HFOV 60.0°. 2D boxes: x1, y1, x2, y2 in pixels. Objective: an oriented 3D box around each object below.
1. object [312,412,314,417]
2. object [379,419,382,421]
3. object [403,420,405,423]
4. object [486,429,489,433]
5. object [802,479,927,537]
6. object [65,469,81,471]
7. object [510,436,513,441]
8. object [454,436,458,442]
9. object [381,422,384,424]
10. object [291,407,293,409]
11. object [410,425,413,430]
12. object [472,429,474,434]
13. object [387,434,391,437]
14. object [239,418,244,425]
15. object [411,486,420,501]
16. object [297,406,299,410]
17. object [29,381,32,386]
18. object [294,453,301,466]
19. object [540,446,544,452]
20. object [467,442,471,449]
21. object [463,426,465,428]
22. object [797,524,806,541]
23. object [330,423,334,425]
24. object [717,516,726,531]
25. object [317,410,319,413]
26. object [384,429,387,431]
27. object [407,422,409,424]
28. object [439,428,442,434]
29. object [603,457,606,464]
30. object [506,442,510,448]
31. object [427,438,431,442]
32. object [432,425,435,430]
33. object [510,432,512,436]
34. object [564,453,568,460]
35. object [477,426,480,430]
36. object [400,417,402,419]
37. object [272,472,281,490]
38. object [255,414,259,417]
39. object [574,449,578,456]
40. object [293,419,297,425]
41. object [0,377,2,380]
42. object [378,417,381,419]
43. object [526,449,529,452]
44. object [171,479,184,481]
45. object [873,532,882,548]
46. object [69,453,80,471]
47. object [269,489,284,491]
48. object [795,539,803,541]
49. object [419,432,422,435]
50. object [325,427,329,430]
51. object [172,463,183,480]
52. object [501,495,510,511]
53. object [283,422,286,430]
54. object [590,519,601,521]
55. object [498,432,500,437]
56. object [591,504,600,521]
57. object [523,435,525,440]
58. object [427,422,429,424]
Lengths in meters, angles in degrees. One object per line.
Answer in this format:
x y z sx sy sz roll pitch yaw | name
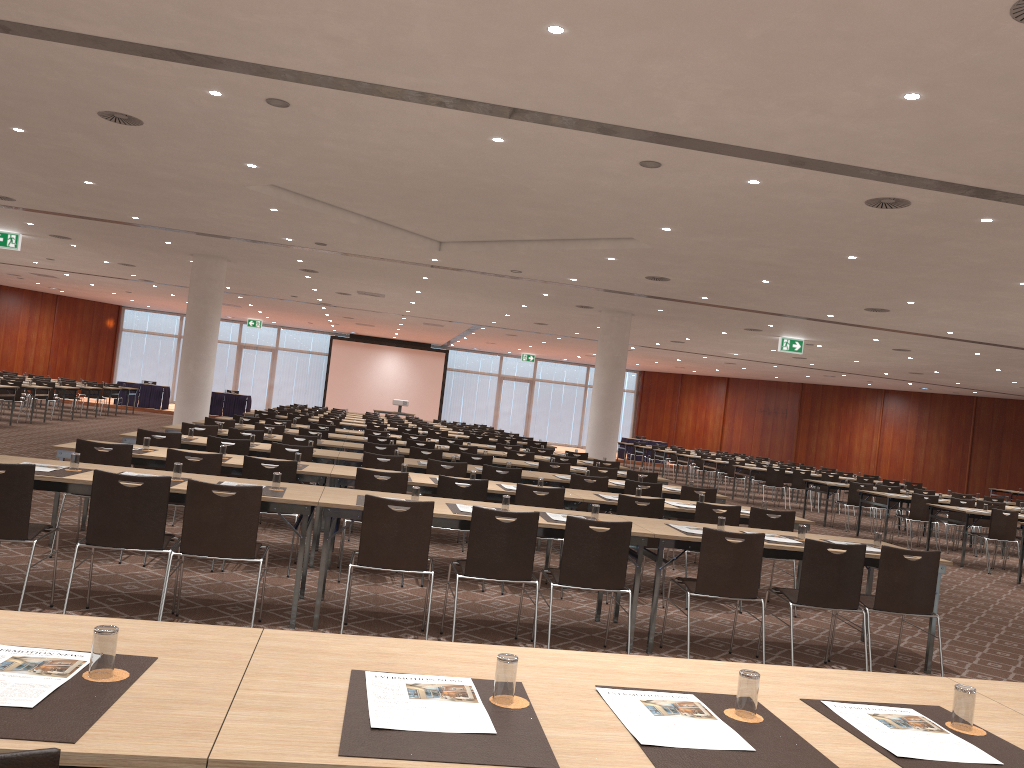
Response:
-4.774 0.725 21.266 0.054 0.114 0.054 8 -2 -43 | object
-3.199 0.914 21.536 0.054 0.114 0.054 8 -2 -43 | object
-2.886 1.007 23.602 0.054 0.114 0.054 6 -1 24 | object
-0.664 1.274 23.982 0.054 0.114 0.054 6 -1 24 | object
7.042 2.467 17.691 2.267 0.833 0.953 7 -1 -9 | object
-2.901 0.570 5.862 0.102 0.001 0.102 8 -2 -43 | object
-0.012 1.239 20.028 0.054 0.114 0.054 6 -1 24 | object
-1.026 1.019 16.311 0.054 0.114 0.054 7 -1 -21 | object
-2.864 0.897 19.550 0.054 0.114 0.054 8 -2 -43 | object
-5.742 0.665 23.135 0.054 0.114 0.054 8 -2 -43 | object
-2.224 0.974 19.666 0.054 0.114 0.054 8 -2 -43 | object
-0.967 1.181 21.891 0.054 0.114 0.054 6 -1 24 | object
-1.970 0.850 14.139 0.054 0.114 0.054 6 -1 24 | object
-4.204 0.582 13.773 0.054 0.114 0.054 6 -1 24 | object
-0.678 0.779 6.229 0.054 0.114 0.054 8 -2 -43 | object
-6.060 0.683 25.109 0.054 0.114 0.054 8 -2 -43 | object
-10.992 -0.020 20.239 0.054 0.114 0.054 8 -2 -43 | object
-1.945 0.683 8.050 0.054 0.114 0.054 6 -1 24 | object
0.565 1.210 16.587 0.054 0.114 0.054 6 -1 24 | object
-0.699 1.002 14.340 0.054 0.114 0.054 6 -1 24 | object
-1.286 1.199 23.878 0.054 0.114 0.054 6 -1 24 | object
2.193 1.123 6.708 0.054 0.114 0.054 6 -1 24 | object
-3.244 0.754 15.957 0.054 0.114 0.054 6 -1 24 | object
1.558 1.047 6.604 0.054 0.114 0.054 6 -1 24 | object
-5.102 0.742 23.254 0.054 0.114 0.054 6 -1 24 | object
-2.297 0.867 16.109 0.054 0.114 0.054 7 -1 -21 | object
-2.548 0.991 21.634 0.054 0.114 0.054 8 -2 -43 | object
-1.595 1.049 19.767 0.054 0.114 0.054 8 -2 -43 | object
1.533 1.269 14.705 0.054 0.114 0.054 6 -1 24 | object
-0.076 1.133 16.472 0.054 0.114 0.054 7 -1 2 | object
-1.336 0.926 14.239 0.054 0.114 0.054 6 -1 24 | object
-1.918 1.067 21.741 0.054 0.114 0.054 8 -2 -43 | object
-0.025 1.350 24.077 0.054 0.114 0.054 8 -2 -43 | object
0.891 1.192 14.598 0.054 0.114 0.054 8 -2 -43 | object
-0.979 1.292 25.944 0.054 0.114 0.054 6 -1 24 | object
-3.217 1.024 25.586 0.054 0.114 0.054 6 -1 24 | object
-1.617 0.667 6.091 0.054 0.114 0.054 8 -2 -43 | object
-4.530 0.599 15.732 0.054 0.114 0.054 7 -1 -21 | object
1.208 1.287 16.688 0.054 0.114 0.054 7 -1 -21 | object
-3.883 0.677 15.844 0.054 0.114 0.054 7 -1 2 | object
-11.634 -0.097 20.148 0.054 0.114 0.054 8 -2 -43 | object
-3.517 0.932 23.501 0.054 0.114 0.054 6 -1 24 | object
0.250 1.116 14.498 0.054 0.114 0.054 8 -2 -43 | object
-2.267 0.646 5.978 0.102 0.001 0.102 8 -2 -43 | object
2.814 1.198 6.823 0.054 0.114 0.054 8 -2 -43 | object
-2.891 0.514 5.865 0.054 0.114 0.054 8 -2 -43 | object
-1.615 0.724 6.077 0.102 0.001 0.102 8 -2 -43 | object
2.187 1.180 6.704 0.102 0.001 0.102 8 -2 -43 | object
-1.670 0.942 16.208 0.054 0.114 0.054 7 -1 -21 | object
-2.919 0.736 13.970 0.054 0.114 0.054 7 -1 2 | object
-2.257 0.590 5.986 0.054 0.114 0.054 6 -1 24 | object
-0.045 0.855 6.336 0.054 0.114 0.054 8 -2 -43 | object
-3.564 0.659 13.875 0.054 0.114 0.054 7 -1 2 | object
0.601 0.990 6.447 0.102 0.001 0.102 8 -2 -43 | object
-0.324 1.258 22.009 0.054 0.114 0.054 6 -1 24 | object
0.604 0.932 6.440 0.054 0.114 0.054 8 -2 -43 | object
0.299 1.333 22.106 0.054 0.114 0.054 8 -2 -43 | object
-2.252 1.084 23.716 0.054 0.114 0.054 6 -1 24 | object
